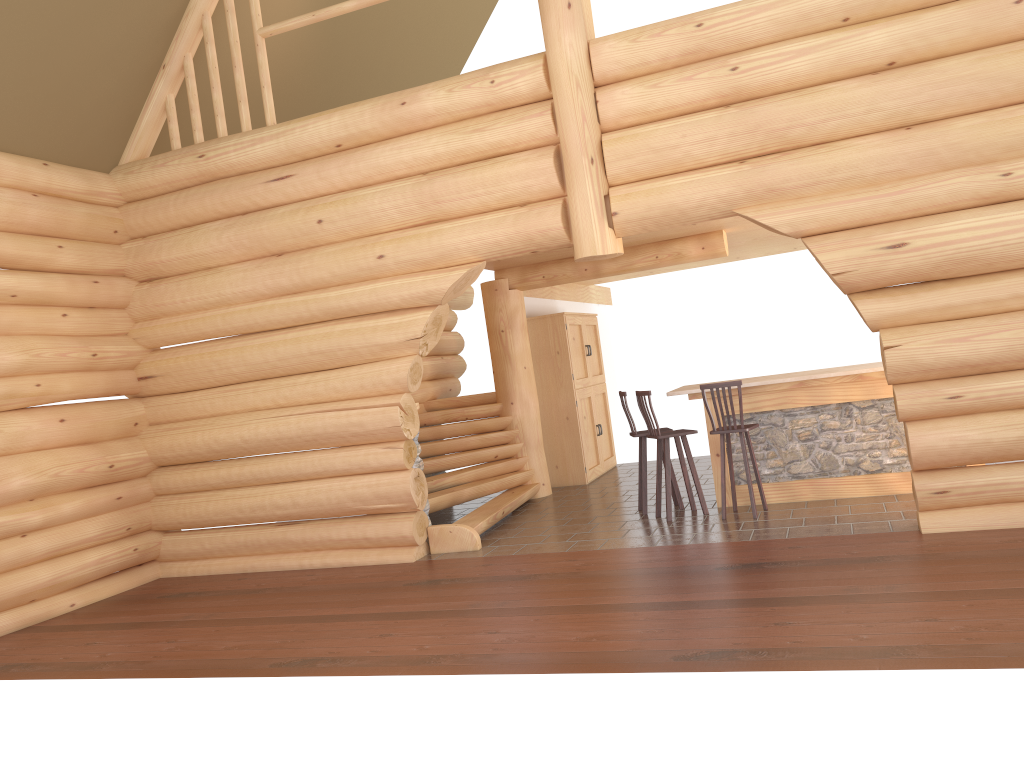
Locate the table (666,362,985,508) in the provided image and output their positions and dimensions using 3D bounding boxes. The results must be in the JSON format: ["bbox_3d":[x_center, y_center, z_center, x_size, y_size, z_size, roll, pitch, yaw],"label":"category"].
[{"bbox_3d":[3.380,0.481,9.208,3.220,1.257,1.196,-7,1,20],"label":"table"}]

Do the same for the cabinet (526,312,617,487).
[{"bbox_3d":[0.932,0.178,13.200,0.670,2.403,1.847,-7,1,20],"label":"cabinet"}]

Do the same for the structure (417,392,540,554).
[{"bbox_3d":[-0.942,0.861,10.658,1.951,1.643,3.604,-8,1,14],"label":"structure"}]

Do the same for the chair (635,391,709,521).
[{"bbox_3d":[1.620,0.693,9.033,0.504,1.319,0.406,-8,1,-12],"label":"chair"}]

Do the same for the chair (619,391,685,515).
[{"bbox_3d":[1.490,0.703,9.538,0.504,1.319,0.406,-8,1,0],"label":"chair"}]

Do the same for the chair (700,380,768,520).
[{"bbox_3d":[2.179,0.622,8.642,0.406,1.319,0.504,-7,1,30],"label":"chair"}]
